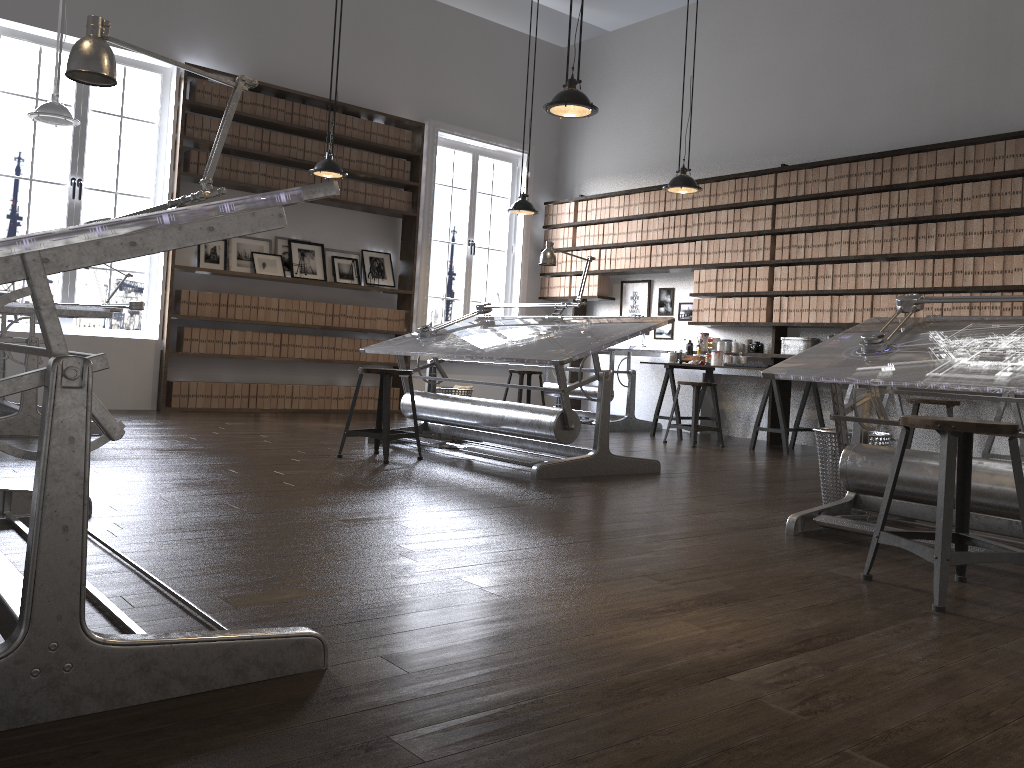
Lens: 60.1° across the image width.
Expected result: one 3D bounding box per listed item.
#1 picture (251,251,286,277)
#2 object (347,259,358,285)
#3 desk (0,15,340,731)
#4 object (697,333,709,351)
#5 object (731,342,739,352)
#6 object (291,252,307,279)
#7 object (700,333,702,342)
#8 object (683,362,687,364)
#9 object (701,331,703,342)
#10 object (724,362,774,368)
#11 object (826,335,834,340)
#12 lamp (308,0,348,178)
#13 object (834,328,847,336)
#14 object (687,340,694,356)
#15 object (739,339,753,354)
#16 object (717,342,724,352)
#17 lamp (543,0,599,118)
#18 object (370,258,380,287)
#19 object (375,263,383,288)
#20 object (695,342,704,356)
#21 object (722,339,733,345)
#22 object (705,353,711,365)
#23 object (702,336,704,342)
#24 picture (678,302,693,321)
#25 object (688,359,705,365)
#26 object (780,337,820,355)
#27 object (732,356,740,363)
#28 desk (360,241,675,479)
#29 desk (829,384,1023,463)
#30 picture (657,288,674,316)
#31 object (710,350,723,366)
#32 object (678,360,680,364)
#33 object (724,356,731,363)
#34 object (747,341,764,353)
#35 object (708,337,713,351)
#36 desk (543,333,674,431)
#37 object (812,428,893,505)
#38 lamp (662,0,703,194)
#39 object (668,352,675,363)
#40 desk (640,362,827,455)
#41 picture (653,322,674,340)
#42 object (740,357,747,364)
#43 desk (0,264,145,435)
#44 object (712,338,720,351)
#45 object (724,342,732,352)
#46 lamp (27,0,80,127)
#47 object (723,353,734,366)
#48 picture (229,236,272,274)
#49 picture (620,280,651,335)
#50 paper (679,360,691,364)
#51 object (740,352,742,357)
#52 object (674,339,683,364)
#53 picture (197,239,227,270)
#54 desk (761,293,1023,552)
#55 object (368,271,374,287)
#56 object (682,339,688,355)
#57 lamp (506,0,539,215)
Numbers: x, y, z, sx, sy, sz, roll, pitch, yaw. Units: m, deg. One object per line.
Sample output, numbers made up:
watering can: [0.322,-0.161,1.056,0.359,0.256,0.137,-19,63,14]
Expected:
picture: [-2.278,-1.113,8.289,0.299,0.229,0.145,3,0,-39]
object: [-1.574,-1.102,8.743,0.123,0.260,0.040,4,-1,-39]
desk: [-1.219,-0.203,2.126,1.074,1.388,2.071,4,0,-39]
object: [1.803,-0.396,8.381,0.107,0.177,0.107,4,-1,-38]
object: [2.049,-0.333,8.137,0.062,0.094,0.061,3,-1,36]
object: [-2.012,-1.118,8.367,0.174,0.260,0.040,4,-1,-39]
object: [1.724,-0.366,8.122,0.007,0.214,0.055,3,-1,-4]
object: [1.565,-0.190,7.999,0.011,0.017,0.171,3,2,-8]
object: [1.740,-0.373,8.140,0.021,0.228,0.007,4,-2,-28]
object: [2.035,-0.148,7.362,0.311,0.033,0.446,2,2,-39]
object: [2.702,-0.318,7.521,0.079,0.188,0.078,3,-1,30]
lamp: [-1.420,-2.817,7.184,0.311,2.255,0.312,3,-1,30]
object: [2.735,-0.360,7.363,0.181,0.272,0.156,3,-1,35]
object: [1.668,-0.298,8.319,0.068,0.230,0.069,4,-1,-42]
object: [2.132,-0.328,8.064,0.107,0.162,0.235,3,1,16]
object: [1.937,-0.342,8.216,0.062,0.094,0.061,3,-1,36]
lamp: [0.393,-2.646,4.967,0.312,2.255,0.311,4,-1,-19]
object: [-1.384,-1.117,8.910,0.118,0.304,0.040,4,-2,-39]
object: [-1.349,-1.096,8.975,0.110,0.262,0.040,4,-1,-39]
object: [1.856,-0.324,8.174,0.344,0.146,0.077,3,-1,-17]
object: [2.015,-0.353,8.298,0.094,0.128,0.095,3,0,-9]
object: [1.771,-0.221,8.002,0.049,0.112,0.049,4,-1,-43]
object: [1.737,-0.359,8.128,0.006,0.193,0.055,5,-2,-41]
picture: [1.755,-0.719,8.798,0.023,0.183,0.251,4,0,-39]
object: [1.642,-0.195,7.921,0.132,0.050,0.197,3,1,-10]
object: [2.486,-0.323,7.646,0.192,0.152,0.317,3,1,-40]
object: [1.991,-0.199,7.884,0.062,0.093,0.063,3,0,10]
desk: [-0.051,-0.237,5.721,1.074,1.388,2.283,4,1,-39]
desk: [3.047,0.294,6.273,0.654,0.670,1.671,3,1,-39]
picture: [1.573,-0.838,9.032,0.022,0.285,0.201,4,-1,-40]
object: [1.844,-0.230,7.976,0.105,0.142,0.104,3,0,43]
object: [1.553,-0.204,8.162,0.049,0.037,0.049,3,1,-43]
object: [1.923,-0.204,7.899,0.062,0.094,0.062,3,0,1]
object: [2.178,-0.329,7.961,0.091,0.109,0.171,3,1,-39]
object: [1.878,-0.374,8.401,0.051,0.140,0.050,4,-1,-42]
desk: [0.885,-0.128,8.889,1.069,1.099,1.270,3,0,-39]
object: [1.578,0.409,4.132,0.352,0.378,0.353,3,0,-18]
lamp: [1.404,-2.644,6.976,0.311,2.255,0.312,3,-1,30]
object: [1.490,-0.245,8.265,0.068,0.104,0.068,4,-1,-35]
desk: [1.930,0.189,7.639,0.654,0.670,1.671,3,1,-39]
picture: [1.548,-0.546,9.032,0.023,0.183,0.251,4,0,-39]
object: [2.058,-0.195,7.878,0.062,0.094,0.062,3,0,10]
desk: [-3.060,-0.316,5.730,1.169,1.190,1.270,3,0,-39]
object: [1.925,-0.370,8.348,0.070,0.130,0.070,3,-1,-1]
object: [1.992,-0.338,8.172,0.062,0.093,0.063,3,-1,36]
lamp: [-2.974,-2.872,5.905,0.311,2.255,0.312,3,-1,30]
object: [1.956,-0.218,8.006,0.094,0.128,0.095,4,0,-36]
picture: [-2.436,-1.192,8.256,0.415,0.366,0.083,3,-1,-39]
picture: [1.297,-0.806,9.347,0.040,0.575,0.415,4,-1,-39]
paper: [1.575,-0.198,8.036,0.155,0.038,0.137,4,2,36]
object: [2.043,-0.218,7.942,0.004,0.133,0.029,5,-2,-44]
object: [1.547,-0.302,8.221,0.068,0.230,0.069,4,-1,-42]
picture: [-2.723,-1.179,8.045,0.266,0.315,0.058,3,-1,-39]
desk: [2.071,-0.037,3.127,1.074,1.388,2.071,4,0,-39]
object: [-1.412,-1.047,8.843,0.066,0.166,0.040,4,-1,-39]
object: [1.603,-0.304,8.266,0.068,0.238,0.069,4,-2,-42]
lamp: [0.168,-2.760,8.480,0.311,2.255,0.312,3,-1,30]
